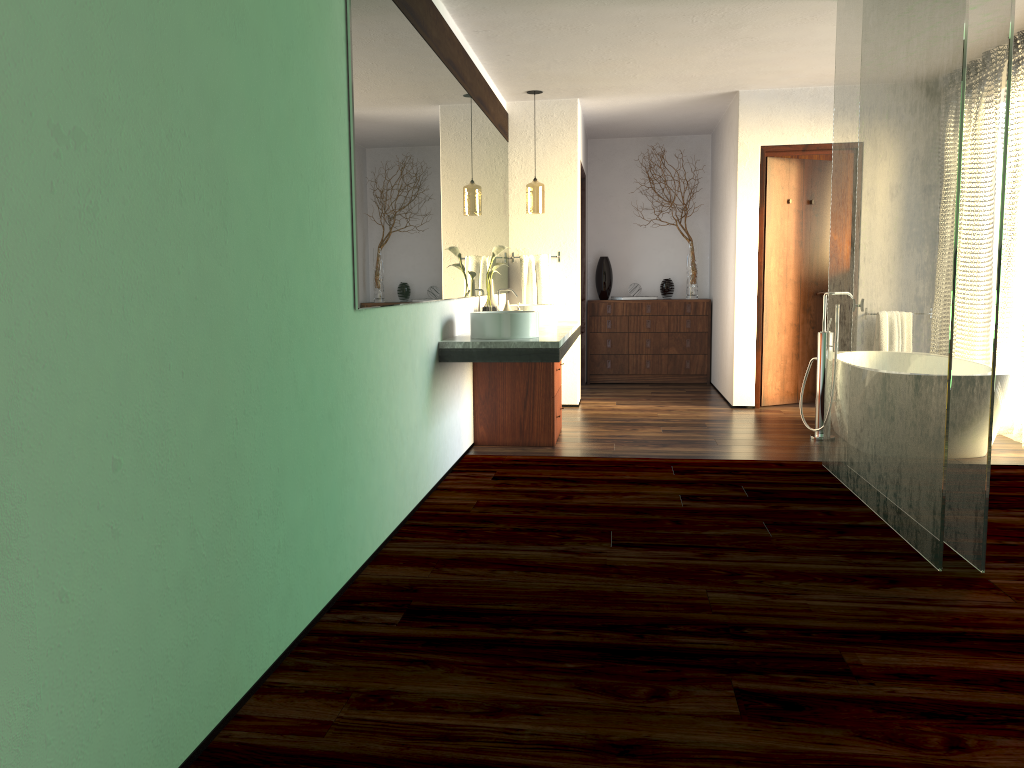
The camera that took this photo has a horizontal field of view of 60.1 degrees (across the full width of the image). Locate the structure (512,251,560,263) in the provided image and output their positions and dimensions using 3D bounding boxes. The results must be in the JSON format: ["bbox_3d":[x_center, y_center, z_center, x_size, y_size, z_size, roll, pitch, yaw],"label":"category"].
[{"bbox_3d":[0.183,-0.979,6.827,0.372,0.088,0.101,0,7,9],"label":"structure"}]

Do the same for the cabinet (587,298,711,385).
[{"bbox_3d":[1.309,-0.414,8.549,1.148,0.800,0.400,0,7,9],"label":"cabinet"}]

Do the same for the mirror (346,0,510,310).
[{"bbox_3d":[-0.277,-1.053,4.879,0.017,1.152,4.049,0,7,7],"label":"mirror"}]

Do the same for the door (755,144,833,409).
[{"bbox_3d":[2.225,-0.804,6.786,0.736,1.947,0.461,0,7,9],"label":"door"}]

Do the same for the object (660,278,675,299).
[{"bbox_3d":[1.490,-0.916,8.502,0.135,0.200,0.142,-6,8,-37],"label":"object"}]

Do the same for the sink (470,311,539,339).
[{"bbox_3d":[-0.039,-0.308,4.591,0.361,0.131,0.354,0,7,11],"label":"sink"}]

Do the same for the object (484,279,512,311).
[{"bbox_3d":[-0.081,-0.500,5.513,0.245,0.305,0.117,4,8,35],"label":"object"}]

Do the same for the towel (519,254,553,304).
[{"bbox_3d":[0.188,-0.675,6.799,0.263,0.636,0.158,3,7,27],"label":"towel"}]

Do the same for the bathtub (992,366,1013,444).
[{"bbox_3d":[2.355,0.106,5.281,0.770,0.485,1.609,0,7,7],"label":"bathtub"}]

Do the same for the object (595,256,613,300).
[{"bbox_3d":[0.893,-1.026,8.592,0.173,0.417,0.167,2,7,21],"label":"object"}]

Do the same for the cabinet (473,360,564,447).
[{"bbox_3d":[0.060,0.038,5.615,0.516,0.599,0.654,0,7,8],"label":"cabinet"}]

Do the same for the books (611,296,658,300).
[{"bbox_3d":[1.238,-0.833,8.562,0.491,0.034,0.250,-3,7,-16],"label":"books"}]

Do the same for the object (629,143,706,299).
[{"bbox_3d":[1.425,-1.525,8.332,0.714,1.450,0.845,-6,8,-38],"label":"object"}]

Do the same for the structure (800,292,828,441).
[{"bbox_3d":[1.902,-0.114,5.422,0.239,0.897,0.283,-6,9,-42],"label":"structure"}]

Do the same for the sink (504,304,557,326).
[{"bbox_3d":[0.123,-0.463,5.914,0.353,0.131,0.361,-2,7,-14],"label":"sink"}]

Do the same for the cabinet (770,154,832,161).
[{"bbox_3d":[2.751,-1.156,7.957,1.495,2.363,0.356,1,7,10],"label":"cabinet"}]

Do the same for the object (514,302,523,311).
[{"bbox_3d":[0.040,-0.435,5.560,0.070,0.158,0.071,-2,7,-9],"label":"object"}]

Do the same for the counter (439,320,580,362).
[{"bbox_3d":[0.070,-0.283,5.374,0.591,0.101,2.242,0,7,7],"label":"counter"}]

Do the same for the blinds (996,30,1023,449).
[{"bbox_3d":[2.936,-0.860,5.346,0.182,2.337,2.110,0,7,7],"label":"blinds"}]

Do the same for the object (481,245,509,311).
[{"bbox_3d":[-0.122,-0.591,5.430,0.186,0.504,0.246,-2,7,-14],"label":"object"}]

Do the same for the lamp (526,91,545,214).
[{"bbox_3d":[0.169,-1.689,6.485,0.135,0.867,0.142,-6,8,-39],"label":"lamp"}]

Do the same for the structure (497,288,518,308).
[{"bbox_3d":[-0.044,-0.515,5.907,0.166,0.242,0.065,1,7,13],"label":"structure"}]

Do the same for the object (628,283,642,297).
[{"bbox_3d":[1.188,-0.910,8.555,0.131,0.131,0.130,0,7,4],"label":"object"}]
